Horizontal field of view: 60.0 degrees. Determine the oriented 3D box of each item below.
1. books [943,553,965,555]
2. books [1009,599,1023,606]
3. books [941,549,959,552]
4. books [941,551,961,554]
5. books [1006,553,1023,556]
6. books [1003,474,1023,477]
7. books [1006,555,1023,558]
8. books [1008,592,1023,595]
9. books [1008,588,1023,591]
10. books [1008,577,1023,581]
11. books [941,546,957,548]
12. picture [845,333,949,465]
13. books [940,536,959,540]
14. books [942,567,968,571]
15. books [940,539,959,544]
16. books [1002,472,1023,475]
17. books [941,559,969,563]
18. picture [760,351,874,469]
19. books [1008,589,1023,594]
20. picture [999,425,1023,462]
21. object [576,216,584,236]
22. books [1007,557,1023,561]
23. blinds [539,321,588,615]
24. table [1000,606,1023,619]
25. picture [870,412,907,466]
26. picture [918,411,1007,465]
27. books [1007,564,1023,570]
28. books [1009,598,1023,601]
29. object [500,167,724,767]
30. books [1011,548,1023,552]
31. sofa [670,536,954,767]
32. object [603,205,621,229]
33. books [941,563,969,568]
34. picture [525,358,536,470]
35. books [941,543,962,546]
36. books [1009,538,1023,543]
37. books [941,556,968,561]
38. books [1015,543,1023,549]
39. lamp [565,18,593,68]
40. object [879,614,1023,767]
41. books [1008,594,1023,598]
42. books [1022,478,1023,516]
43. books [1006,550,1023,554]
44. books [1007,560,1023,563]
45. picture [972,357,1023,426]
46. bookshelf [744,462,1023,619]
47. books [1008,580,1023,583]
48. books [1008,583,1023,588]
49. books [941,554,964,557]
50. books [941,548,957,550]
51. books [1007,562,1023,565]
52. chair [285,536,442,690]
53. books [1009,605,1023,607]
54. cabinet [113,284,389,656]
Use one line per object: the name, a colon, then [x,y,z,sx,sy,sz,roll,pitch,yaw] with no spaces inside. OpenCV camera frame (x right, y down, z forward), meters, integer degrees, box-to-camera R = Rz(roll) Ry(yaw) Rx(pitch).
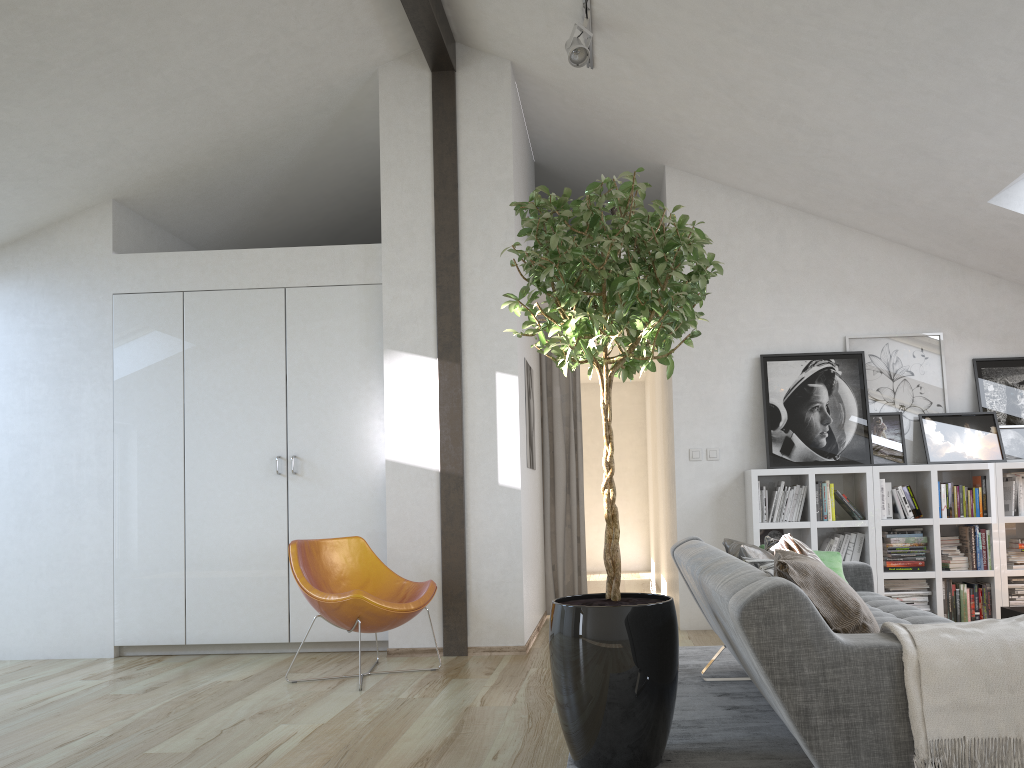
books: [2.817,1.090,5.707,0.106,0.010,0.167,-1,-7,-3]
books: [3.265,1.379,5.624,0.260,0.028,0.163,-3,-7,9]
books: [2.797,1.067,5.710,0.105,0.010,0.168,-2,-7,7]
books: [2.802,1.078,5.704,0.108,0.014,0.175,-3,-8,11]
books: [3.262,1.084,5.671,0.237,0.012,0.138,-4,-8,15]
books: [3.287,0.588,5.717,0.211,0.018,0.140,-4,-8,15]
books: [3.268,1.095,5.661,0.213,0.013,0.137,-2,-7,5]
books: [3.282,1.329,5.640,0.224,0.013,0.146,-3,-8,14]
books: [3.276,1.295,5.631,0.225,0.013,0.144,-2,-7,4]
books: [3.274,1.237,5.639,0.223,0.012,0.145,-3,-7,9]
books: [2.804,1.047,5.713,0.103,0.010,0.172,-4,-8,21]
picture: [2.557,0.103,5.873,0.636,0.880,0.094,-2,-3,3]
books: [2.803,0.992,5.722,0.122,0.021,0.090,-2,-7,4]
books: [2.806,1.178,5.682,0.135,0.017,0.184,0,-7,-10]
books: [2.800,1.015,5.721,0.136,0.027,0.096,-2,-7,4]
books: [3.284,0.574,5.709,0.199,0.012,0.127,-2,-7,0]
books: [2.808,1.132,5.685,0.135,0.017,0.184,0,-7,-10]
picture: [2.005,0.171,5.851,0.684,0.772,0.131,-2,-3,3]
books: [3.279,1.311,5.629,0.233,0.018,0.150,-2,-7,4]
picture: [3.211,0.387,5.725,0.270,0.243,0.087,-2,-3,3]
object: [0.495,-1.103,6.159,0.106,0.240,0.113,-4,-4,36]
books: [3.261,1.110,5.654,0.220,0.018,0.144,-3,-7,10]
blinds: [0.152,0.644,6.845,0.824,2.261,0.140,-1,-3,1]
table: [2.541,1.113,3.416,0.597,0.323,1.620,-2,-7,6]
picture: [2.408,0.363,5.813,0.318,0.355,0.076,-2,-3,3]
picture: [2.905,0.349,5.730,0.492,0.338,0.147,-2,-3,3]
books: [3.260,1.157,5.643,0.283,0.025,0.148,0,-7,-10]
books: [3.273,1.357,5.634,0.226,0.012,0.143,-1,-7,-1]
object: [0.382,0.269,3.036,0.817,2.010,0.800,0,-3,-17]
books: [3.276,1.053,5.652,0.188,0.021,0.133,0,-7,-11]
sofa: [1.170,0.951,3.301,0.987,0.679,2.573,-2,-7,6]
object: [0.733,-1.128,6.150,0.126,0.275,0.160,1,-5,-39]
books: [2.804,1.156,5.689,0.147,0.029,0.198,0,-7,-10]
picture: [0.123,0.215,5.920,0.008,0.697,0.607,-2,-5,7]
books: [2.808,1.035,5.723,0.142,0.014,0.102,-1,-7,-6]
books: [3.278,0.998,5.658,0.158,0.027,0.115,-1,-7,-1]
books: [2.810,1.115,5.701,0.116,0.019,0.216,-1,-7,-8]
books: [3.284,1.028,5.657,0.177,0.034,0.123,-1,-7,-1]
lamp: [0.343,-1.731,4.523,0.148,0.249,0.178,-1,-4,-6]
object: [1.150,0.770,2.116,0.462,0.417,0.375,-2,-5,7]
books: [3.262,1.342,5.626,0.251,0.012,0.144,-3,-7,8]
books: [3.268,0.728,5.709,0.020,0.236,0.154,-2,-4,12]
books: [3.270,1.069,5.654,0.212,0.013,0.139,-4,-8,20]
books: [3.265,1.122,5.635,0.216,0.013,0.136,-1,-7,-5]
picture: [3.309,0.164,5.805,0.492,0.699,0.157,-2,-3,3]
bookshelf: [3.064,1.035,5.696,3.035,1.046,0.302,-2,-3,3]
books: [3.258,1.253,5.639,0.249,0.012,0.145,-3,-8,14]
books: [3.263,1.273,5.629,0.291,0.025,0.159,-3,-7,8]
books: [2.807,1.100,5.708,0.105,0.009,0.187,-1,-7,-3]
books: [2.790,1.057,5.705,0.103,0.009,0.191,-4,-8,17]
books: [3.268,1.137,5.647,0.242,0.012,0.135,-1,-7,-5]
chair: [-0.790,1.171,4.676,0.676,0.719,0.699,-5,-6,35]
books: [3.264,1.401,5.608,0.252,0.016,0.166,-3,-8,14]
cabinet: [-1.594,0.531,5.452,1.732,2.233,0.125,-2,-3,3]
